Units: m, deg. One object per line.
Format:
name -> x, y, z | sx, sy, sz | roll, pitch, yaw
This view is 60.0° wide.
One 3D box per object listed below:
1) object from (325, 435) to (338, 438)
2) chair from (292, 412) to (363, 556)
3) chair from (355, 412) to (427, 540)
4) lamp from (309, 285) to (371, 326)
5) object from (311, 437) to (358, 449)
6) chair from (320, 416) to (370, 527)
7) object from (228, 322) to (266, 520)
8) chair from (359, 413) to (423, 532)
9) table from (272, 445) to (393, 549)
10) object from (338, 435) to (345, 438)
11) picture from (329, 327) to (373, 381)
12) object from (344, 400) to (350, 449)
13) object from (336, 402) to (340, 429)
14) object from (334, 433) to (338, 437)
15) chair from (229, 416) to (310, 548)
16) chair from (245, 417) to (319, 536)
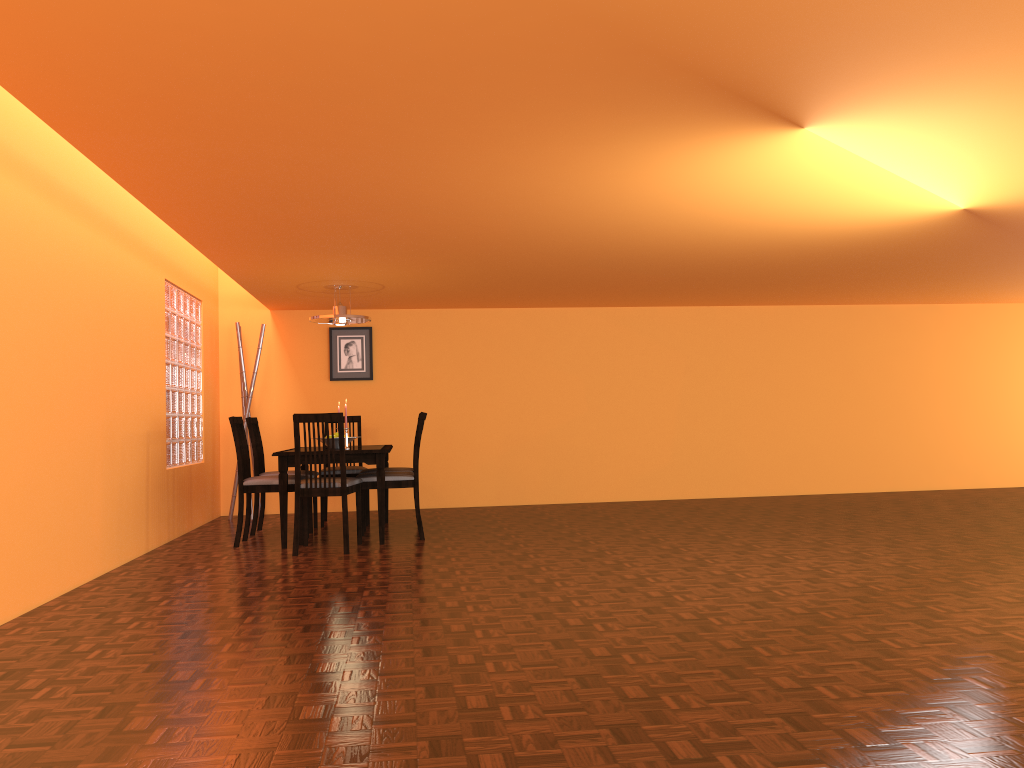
object -> -1.194, 0.376, 5.869 | 0.089, 0.076, 0.087 | -1, -2, -1
chair -> -1.096, 0.577, 5.211 | 0.373, 0.809, 0.465 | -1, -2, -2
chair -> -0.770, 0.589, 5.694 | 0.465, 0.809, 0.373 | -1, -2, -7
lamp -> -1.221, -0.556, 6.298 | 0.435, 0.274, 0.435 | -2, -3, 15
object -> -1.167, 0.392, 5.899 | 0.337, 0.072, 0.337 | 1, -3, -41
chair -> -1.261, 0.642, 6.663 | 0.373, 0.809, 0.465 | -1, -2, -12
object -> -2.132, 0.298, 7.173 | 0.308, 1.589, 0.226 | -2, -3, 15
chair -> -0.838, 0.615, 6.266 | 0.465, 0.809, 0.373 | -1, -2, -7
table -> -1.151, 0.721, 5.927 | 0.697, 0.584, 1.259 | -1, -2, -7
object -> -1.116, 0.353, 5.820 | 0.046, 0.046, 0.055 | 0, -3, -24
picture -> -1.368, -0.257, 7.541 | 0.361, 0.456, 0.014 | -1, -2, -7
object -> -1.058, 0.252, 5.654 | 0.044, 0.326, 0.044 | -1, -3, -18
object -> -1.206, 0.278, 6.182 | 0.044, 0.326, 0.044 | -1, -3, -18
object -> -1.179, 0.360, 5.972 | 0.069, 0.066, 0.069 | -2, -2, 3
chair -> -1.530, 0.604, 5.604 | 0.465, 0.809, 0.373 | -1, -2, -7
chair -> -1.599, 0.630, 6.176 | 0.465, 0.809, 0.373 | -1, -2, -7
